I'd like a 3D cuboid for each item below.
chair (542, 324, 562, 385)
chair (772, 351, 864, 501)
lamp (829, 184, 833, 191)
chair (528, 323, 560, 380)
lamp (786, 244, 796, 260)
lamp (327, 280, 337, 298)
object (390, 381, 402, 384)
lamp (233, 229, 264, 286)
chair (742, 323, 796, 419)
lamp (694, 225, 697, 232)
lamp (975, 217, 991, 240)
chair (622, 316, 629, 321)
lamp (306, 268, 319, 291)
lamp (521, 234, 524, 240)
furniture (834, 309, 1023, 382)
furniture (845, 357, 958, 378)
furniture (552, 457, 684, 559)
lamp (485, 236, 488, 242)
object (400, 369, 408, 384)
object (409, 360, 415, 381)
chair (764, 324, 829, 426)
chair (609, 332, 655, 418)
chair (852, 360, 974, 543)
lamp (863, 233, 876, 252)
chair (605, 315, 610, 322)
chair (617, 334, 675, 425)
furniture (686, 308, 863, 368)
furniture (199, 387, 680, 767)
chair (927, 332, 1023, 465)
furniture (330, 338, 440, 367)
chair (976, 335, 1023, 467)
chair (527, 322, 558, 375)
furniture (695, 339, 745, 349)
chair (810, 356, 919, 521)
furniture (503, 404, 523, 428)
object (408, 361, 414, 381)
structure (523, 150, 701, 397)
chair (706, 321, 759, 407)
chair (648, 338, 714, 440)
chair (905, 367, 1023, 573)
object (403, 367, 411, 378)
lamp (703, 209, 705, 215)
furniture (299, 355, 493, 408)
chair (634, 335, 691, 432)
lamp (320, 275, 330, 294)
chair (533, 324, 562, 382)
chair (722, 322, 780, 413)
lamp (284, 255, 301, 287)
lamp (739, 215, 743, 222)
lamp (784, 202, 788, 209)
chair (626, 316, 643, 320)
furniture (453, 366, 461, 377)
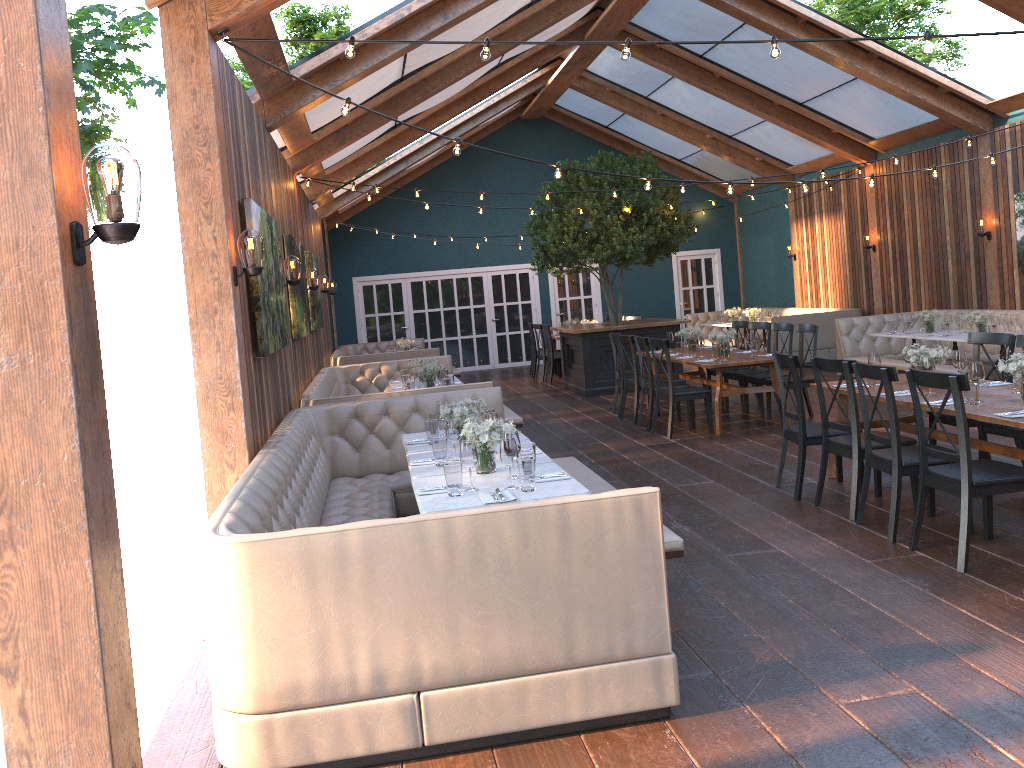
[{"bbox_3d":[0.824,-0.539,15.292,0.540,1.017,0.478,-5,3,-9],"label":"chair"},{"bbox_3d":[2.210,0.267,6.427,0.539,1.017,0.479,-5,3,-1],"label":"chair"},{"bbox_3d":[5.289,-3.257,14.681,0.074,0.115,0.056,-5,3,-3],"label":"lamp"},{"bbox_3d":[0.585,-0.633,16.388,0.540,1.017,0.479,-5,3,-4],"label":"chair"},{"bbox_3d":[5.438,-2.574,17.276,0.178,0.319,0.146,-5,3,-9],"label":"lamp"},{"bbox_3d":[-3.239,-1.707,15.904,0.178,0.319,0.146,-5,3,-9],"label":"lamp"},{"bbox_3d":[-1.317,-0.028,10.441,0.255,0.019,0.158,-6,6,-9],"label":"object"},{"bbox_3d":[-1.500,-0.723,5.047,0.178,0.319,0.146,-5,3,-9],"label":"lamp"},{"bbox_3d":[2.918,-0.164,10.003,0.540,1.017,0.478,-5,3,-9],"label":"chair"},{"bbox_3d":[3.138,-2.658,15.124,0.056,0.121,0.056,-7,3,-32],"label":"lamp"},{"bbox_3d":[6.307,-2.083,11.851,0.178,0.319,0.146,-5,3,-9],"label":"lamp"},{"bbox_3d":[1.952,-0.710,16.037,0.540,1.017,0.478,-5,3,-9],"label":"chair"},{"bbox_3d":[-2.370,-1.215,10.480,0.178,0.319,0.146,-5,3,-9],"label":"lamp"},{"bbox_3d":[0.199,-2.952,17.779,0.067,0.117,0.057,-3,4,35],"label":"lamp"},{"bbox_3d":[5.795,-0.403,10.760,1.711,0.856,4.172,-6,6,-9],"label":"furniture"},{"bbox_3d":[4.721,-0.064,10.597,0.313,0.397,2.336,-5,6,-9],"label":"furniture"},{"bbox_3d":[0.505,0.833,5.356,0.313,0.397,2.336,-5,6,-9],"label":"furniture"},{"bbox_3d":[-0.511,-2.865,17.446,0.056,0.120,0.056,-4,3,15],"label":"lamp"},{"bbox_3d":[-1.250,-0.087,10.279,0.092,0.158,0.092,-6,3,-22],"label":"object"},{"bbox_3d":[-1.190,-0.167,10.591,0.092,0.244,0.092,-3,3,39],"label":"object"},{"bbox_3d":[3.007,-0.114,9.450,0.540,1.017,0.479,-5,3,-4],"label":"chair"},{"bbox_3d":[1.496,-0.139,10.912,0.540,1.017,0.479,-5,3,-4],"label":"chair"},{"bbox_3d":[2.389,0.367,5.327,0.540,1.017,0.479,-5,3,-3],"label":"chair"},{"bbox_3d":[5.873,-2.329,14.562,0.178,0.319,0.146,-5,3,-9],"label":"lamp"},{"bbox_3d":[1.774,-0.811,17.143,0.540,1.017,0.478,-6,3,-14],"label":"chair"},{"bbox_3d":[1.548,-0.086,10.354,0.540,1.017,0.478,-6,3,-14],"label":"chair"},{"bbox_3d":[4.840,-0.943,16.723,1.711,0.856,4.172,-6,6,-9],"label":"furniture"},{"bbox_3d":[-0.573,0.711,5.169,1.711,0.856,4.172,-6,6,-9],"label":"furniture"},{"bbox_3d":[3.458,0.142,6.631,0.540,1.017,0.478,-5,3,-9],"label":"chair"},{"bbox_3d":[-2.247,-0.236,15.617,1.711,0.856,4.172,-6,6,-9],"label":"furniture"},{"bbox_3d":[3.547,0.192,6.077,0.540,1.017,0.478,-6,3,-14],"label":"chair"},{"bbox_3d":[0.575,-0.691,16.954,0.540,1.017,0.479,-5,3,-3],"label":"chair"},{"bbox_3d":[3.761,-0.608,16.593,0.313,0.397,2.336,-5,6,-9],"label":"furniture"},{"bbox_3d":[2.328,0.315,5.871,0.540,1.017,0.478,-5,3,-12],"label":"chair"},{"bbox_3d":[-0.209,0.428,9.818,0.313,0.397,2.336,-5,6,-9],"label":"furniture"},{"bbox_3d":[-1.167,-0.144,10.349,0.092,0.244,0.092,-3,3,39],"label":"object"},{"bbox_3d":[1.570,-1.787,13.773,2.714,3.686,2.861,-5,4,0],"label":"structure"},{"bbox_3d":[2.741,-0.264,11.109,0.540,1.017,0.478,-5,3,-9],"label":"chair"},{"bbox_3d":[1.749,0.012,9.252,0.540,1.017,0.478,-6,3,-14],"label":"chair"},{"bbox_3d":[2.483,0.416,4.775,0.540,1.017,0.478,-5,3,-9],"label":"chair"},{"bbox_3d":[-1.266,-0.127,10.680,0.092,0.158,0.092,-6,3,-22],"label":"object"},{"bbox_3d":[4.261,-3.823,19.664,0.056,0.120,0.056,-6,3,-27],"label":"lamp"},{"bbox_3d":[-1.290,0.305,9.644,1.711,0.856,4.172,-6,6,-9],"label":"furniture"},{"bbox_3d":[1.661,-0.038,9.804,0.540,1.017,0.478,-5,3,-6],"label":"chair"},{"bbox_3d":[-2.804,-1.461,13.191,0.178,0.319,0.146,-5,3,-9],"label":"lamp"},{"bbox_3d":[0.688,-0.584,15.838,0.540,1.017,0.478,-6,3,-14],"label":"chair"},{"bbox_3d":[2.829,-0.214,10.556,0.540,1.017,0.478,-6,3,-14],"label":"chair"},{"bbox_3d":[-1.932,-0.968,7.746,0.178,0.319,0.146,-5,3,-9],"label":"lamp"},{"bbox_3d":[3.874,-2.800,14.972,0.056,0.121,0.056,-6,3,-31],"label":"lamp"},{"bbox_3d":[4.597,-2.994,14.824,0.056,0.117,0.066,-7,4,-33],"label":"lamp"},{"bbox_3d":[2.023,-0.657,15.465,0.541,1.017,0.477,-6,3,-26],"label":"chair"},{"bbox_3d":[-1.170,-0.115,15.814,0.313,0.397,2.336,-5,6,-9],"label":"furniture"}]
